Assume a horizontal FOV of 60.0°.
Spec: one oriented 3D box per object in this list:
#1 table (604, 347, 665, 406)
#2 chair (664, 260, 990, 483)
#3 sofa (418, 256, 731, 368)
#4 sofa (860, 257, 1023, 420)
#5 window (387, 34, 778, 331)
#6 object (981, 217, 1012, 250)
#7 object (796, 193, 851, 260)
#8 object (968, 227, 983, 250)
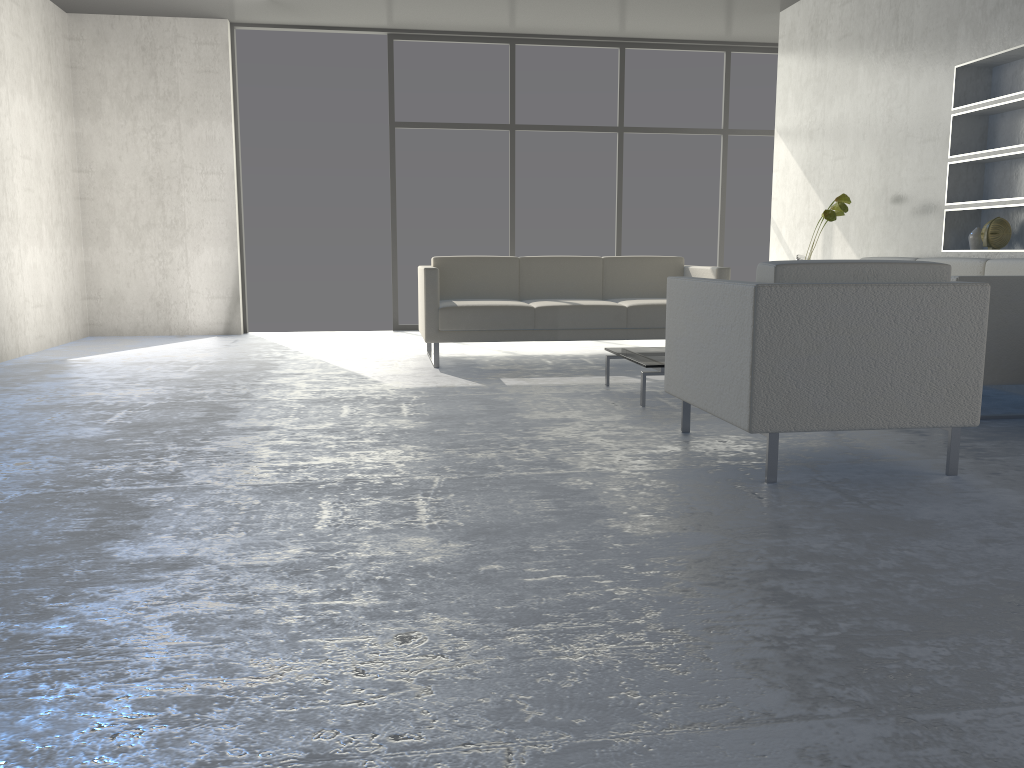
[{"bbox_3d":[0.916,-0.050,4.341,0.773,0.190,0.730,-1,9,-8],"label":"table"},{"bbox_3d":[1.007,-0.094,3.038,0.748,0.662,0.821,-1,9,-8],"label":"chair"},{"bbox_3d":[0.358,-0.495,5.730,1.881,0.658,0.821,-1,9,-8],"label":"sofa"},{"bbox_3d":[2.004,-0.311,4.510,0.821,0.658,1.881,-1,9,-8],"label":"sofa"},{"bbox_3d":[0.979,-1.730,7.855,4.080,2.477,0.037,-1,9,-8],"label":"window"},{"bbox_3d":[2.509,-0.784,4.634,0.088,0.179,0.163,-3,9,-18],"label":"object"},{"bbox_3d":[1.891,-0.661,5.540,0.387,1.051,0.400,3,9,19],"label":"object"},{"bbox_3d":[2.512,-0.780,4.788,0.086,0.128,0.086,0,8,2],"label":"object"}]
